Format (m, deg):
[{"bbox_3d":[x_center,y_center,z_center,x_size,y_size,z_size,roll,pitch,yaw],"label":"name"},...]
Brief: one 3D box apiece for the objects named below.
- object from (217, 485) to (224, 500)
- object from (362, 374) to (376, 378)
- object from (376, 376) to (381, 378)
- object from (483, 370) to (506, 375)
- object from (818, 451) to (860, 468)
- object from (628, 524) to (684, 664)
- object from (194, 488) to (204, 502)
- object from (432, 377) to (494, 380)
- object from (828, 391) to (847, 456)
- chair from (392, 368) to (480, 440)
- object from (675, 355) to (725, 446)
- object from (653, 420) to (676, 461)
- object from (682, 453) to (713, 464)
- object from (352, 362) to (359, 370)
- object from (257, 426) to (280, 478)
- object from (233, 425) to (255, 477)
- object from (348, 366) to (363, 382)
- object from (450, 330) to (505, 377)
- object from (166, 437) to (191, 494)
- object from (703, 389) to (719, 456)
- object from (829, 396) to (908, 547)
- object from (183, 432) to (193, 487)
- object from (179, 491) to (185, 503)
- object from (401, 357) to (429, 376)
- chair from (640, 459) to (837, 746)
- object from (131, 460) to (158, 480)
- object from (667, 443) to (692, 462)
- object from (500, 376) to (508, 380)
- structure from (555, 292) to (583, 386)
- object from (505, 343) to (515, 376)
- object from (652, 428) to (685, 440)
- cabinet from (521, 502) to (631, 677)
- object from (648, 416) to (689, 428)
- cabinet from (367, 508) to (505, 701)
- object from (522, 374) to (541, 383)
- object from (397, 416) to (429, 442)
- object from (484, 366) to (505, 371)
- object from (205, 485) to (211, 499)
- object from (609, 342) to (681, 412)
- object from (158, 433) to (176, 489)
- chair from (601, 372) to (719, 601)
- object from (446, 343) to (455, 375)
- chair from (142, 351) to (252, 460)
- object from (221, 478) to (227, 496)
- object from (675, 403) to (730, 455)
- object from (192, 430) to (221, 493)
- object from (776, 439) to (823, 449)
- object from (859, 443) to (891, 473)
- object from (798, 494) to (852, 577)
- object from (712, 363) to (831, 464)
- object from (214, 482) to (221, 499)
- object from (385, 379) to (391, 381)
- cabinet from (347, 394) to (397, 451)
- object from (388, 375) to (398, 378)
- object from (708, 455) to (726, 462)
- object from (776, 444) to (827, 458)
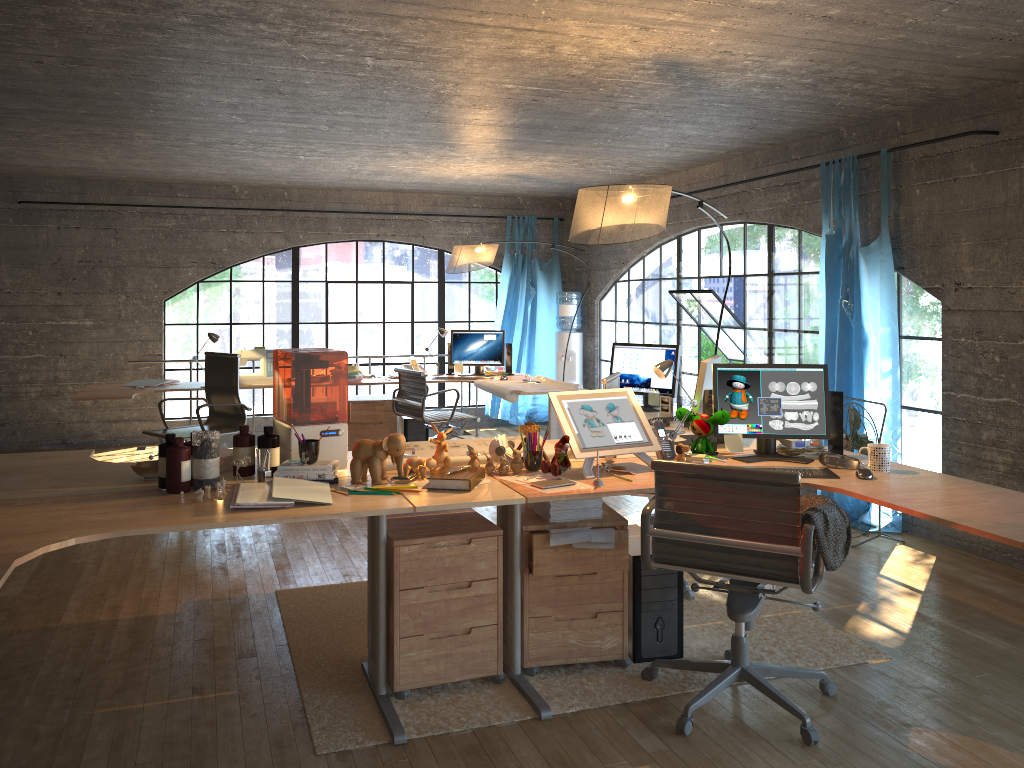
[{"bbox_3d":[-0.961,0.357,2.912,0.022,0.047,0.022,-1,1,-39],"label":"object"},{"bbox_3d":[-1.201,-0.066,7.378,0.132,0.026,0.132,-2,6,-19],"label":"object"},{"bbox_3d":[-1.124,-0.062,7.408,0.011,0.011,0.159,-1,6,-22],"label":"object"},{"bbox_3d":[-0.144,-0.099,7.669,0.204,0.036,0.205,-2,6,-21],"label":"object"},{"bbox_3d":[1.293,0.297,3.485,0.154,0.057,0.135,0,5,-3],"label":"object"},{"bbox_3d":[0.507,0.843,3.612,0.200,0.410,0.482,0,3,-14],"label":"object"},{"bbox_3d":[-1.023,0.362,2.884,0.026,0.044,0.026,1,2,26],"label":"object"},{"bbox_3d":[-0.402,-0.048,7.277,0.490,0.011,0.188,1,6,6],"label":"object"},{"bbox_3d":[1.353,0.167,3.683,0.085,0.277,0.085,0,1,-20],"label":"object"},{"bbox_3d":[-0.606,0.305,6.871,0.685,0.858,0.654,-1,2,-33],"label":"chair"},{"bbox_3d":[0.896,0.073,4.076,0.286,0.390,0.471,1,3,21],"label":"object"},{"bbox_3d":[0.621,0.232,3.623,0.082,0.159,0.084,-1,1,-30],"label":"object"},{"bbox_3d":[0.755,0.300,3.608,0.132,0.026,0.132,-2,6,-19],"label":"object"},{"bbox_3d":[-1.304,-0.116,7.360,0.039,0.128,0.134,0,3,-24],"label":"object"},{"bbox_3d":[-0.905,0.250,3.279,0.079,0.187,0.079,0,1,-12],"label":"object"},{"bbox_3d":[-1.002,0.248,3.302,0.079,0.187,0.079,0,1,-2],"label":"object"},{"bbox_3d":[-1.322,-0.085,7.033,0.252,0.130,0.256,-1,5,-16],"label":"object"},{"bbox_3d":[-0.296,-0.269,7.599,0.470,0.390,0.286,0,2,6],"label":"object"},{"bbox_3d":[-1.139,0.276,3.016,0.079,0.187,0.079,0,1,-12],"label":"object"},{"bbox_3d":[0.836,0.160,3.755,0.085,0.277,0.085,0,1,27],"label":"object"},{"bbox_3d":[2.130,0.490,5.251,0.581,0.802,0.491,0,2,-14],"label":"object"},{"bbox_3d":[-1.124,0.264,3.134,0.079,0.187,0.079,0,1,-2],"label":"object"},{"bbox_3d":[-1.072,0.367,2.864,0.017,0.037,0.017,0,1,26],"label":"object"},{"bbox_3d":[-0.831,-0.151,7.539,0.169,0.164,0.190,-2,4,-34],"label":"object"},{"bbox_3d":[0.764,0.672,3.086,0.653,0.858,0.686,1,2,27],"label":"chair"},{"bbox_3d":[-1.324,0.320,3.249,0.147,0.055,0.147,-5,7,-43],"label":"object"},{"bbox_3d":[0.671,0.280,3.553,0.098,0.079,0.035,2,2,28],"label":"object"},{"bbox_3d":[-0.067,-0.051,7.189,0.059,0.034,0.101,1,5,15],"label":"object"},{"bbox_3d":[0.623,-0.273,9.657,0.327,1.475,0.327,0,0,1],"label":"structure"},{"bbox_3d":[-0.020,-0.213,7.603,0.085,0.277,0.085,0,0,-17],"label":"object"},{"bbox_3d":[0.638,0.250,4.213,0.187,0.011,0.492,4,7,35],"label":"object"},{"bbox_3d":[0.212,0.781,3.444,0.425,0.571,0.474,0,2,-11],"label":"cabinet"},{"bbox_3d":[0.904,0.173,4.641,0.411,0.081,0.280,1,5,13],"label":"object"},{"bbox_3d":[-0.285,0.796,3.293,0.427,0.571,0.427,-1,2,-22],"label":"cabinet"},{"bbox_3d":[0.158,-0.042,6.943,0.159,0.064,0.054,4,4,38],"label":"object"},{"bbox_3d":[-0.839,0.470,7.457,0.200,0.410,0.482,0,3,-14],"label":"object"},{"bbox_3d":[-0.150,-0.136,7.691,0.152,0.032,0.145,-1,5,-15],"label":"object"},{"bbox_3d":[-1.011,0.359,2.932,0.019,0.040,0.019,0,1,22],"label":"object"},{"bbox_3d":[0.793,-0.047,5.313,0.470,0.390,0.286,3,3,41],"label":"object"},{"bbox_3d":[-1.198,0.268,3.097,0.079,0.187,0.079,0,1,-12],"label":"object"},{"bbox_3d":[0.707,0.464,4.430,0.685,1.014,0.654,0,2,15],"label":"chair"},{"bbox_3d":[-0.536,-0.220,7.675,0.085,0.277,0.085,0,1,24],"label":"object"},{"bbox_3d":[-2.175,0.301,6.111,0.653,1.014,0.685,1,2,40],"label":"chair"},{"bbox_3d":[-0.974,0.345,2.979,0.025,0.058,0.025,-1,1,-36],"label":"object"},{"bbox_3d":[0.794,0.194,3.703,0.246,0.220,0.115,2,2,30],"label":"object"},{"bbox_3d":[-1.062,0.261,3.068,0.095,0.214,0.098,0,1,-21],"label":"object"},{"bbox_3d":[1.222,0.245,3.771,0.152,0.032,0.145,-1,5,-15],"label":"object"},{"bbox_3d":[1.399,0.284,3.391,0.108,0.100,0.083,0,2,-8],"label":"object"},{"bbox_3d":[0.927,0.499,2.926,0.367,0.242,0.300,2,4,21],"label":"object"},{"bbox_3d":[1.077,0.112,3.679,0.470,0.390,0.286,0,2,6],"label":"object"},{"bbox_3d":[-0.975,0.352,2.927,0.025,0.055,0.025,-1,1,-39],"label":"object"},{"bbox_3d":[-1.010,-0.035,7.159,0.008,0.007,0.147,-2,6,-26],"label":"object"},{"bbox_3d":[-1.161,0.400,7.364,0.425,0.571,0.473,0,2,-12],"label":"cabinet"},{"bbox_3d":[-0.985,-0.063,7.358,0.107,0.024,0.097,0,5,-5],"label":"object"},{"bbox_3d":[0.833,0.305,3.638,0.011,0.011,0.159,-1,6,-22],"label":"object"},{"bbox_3d":[1.228,0.281,3.749,0.204,0.036,0.205,-2,6,-21],"label":"object"}]
